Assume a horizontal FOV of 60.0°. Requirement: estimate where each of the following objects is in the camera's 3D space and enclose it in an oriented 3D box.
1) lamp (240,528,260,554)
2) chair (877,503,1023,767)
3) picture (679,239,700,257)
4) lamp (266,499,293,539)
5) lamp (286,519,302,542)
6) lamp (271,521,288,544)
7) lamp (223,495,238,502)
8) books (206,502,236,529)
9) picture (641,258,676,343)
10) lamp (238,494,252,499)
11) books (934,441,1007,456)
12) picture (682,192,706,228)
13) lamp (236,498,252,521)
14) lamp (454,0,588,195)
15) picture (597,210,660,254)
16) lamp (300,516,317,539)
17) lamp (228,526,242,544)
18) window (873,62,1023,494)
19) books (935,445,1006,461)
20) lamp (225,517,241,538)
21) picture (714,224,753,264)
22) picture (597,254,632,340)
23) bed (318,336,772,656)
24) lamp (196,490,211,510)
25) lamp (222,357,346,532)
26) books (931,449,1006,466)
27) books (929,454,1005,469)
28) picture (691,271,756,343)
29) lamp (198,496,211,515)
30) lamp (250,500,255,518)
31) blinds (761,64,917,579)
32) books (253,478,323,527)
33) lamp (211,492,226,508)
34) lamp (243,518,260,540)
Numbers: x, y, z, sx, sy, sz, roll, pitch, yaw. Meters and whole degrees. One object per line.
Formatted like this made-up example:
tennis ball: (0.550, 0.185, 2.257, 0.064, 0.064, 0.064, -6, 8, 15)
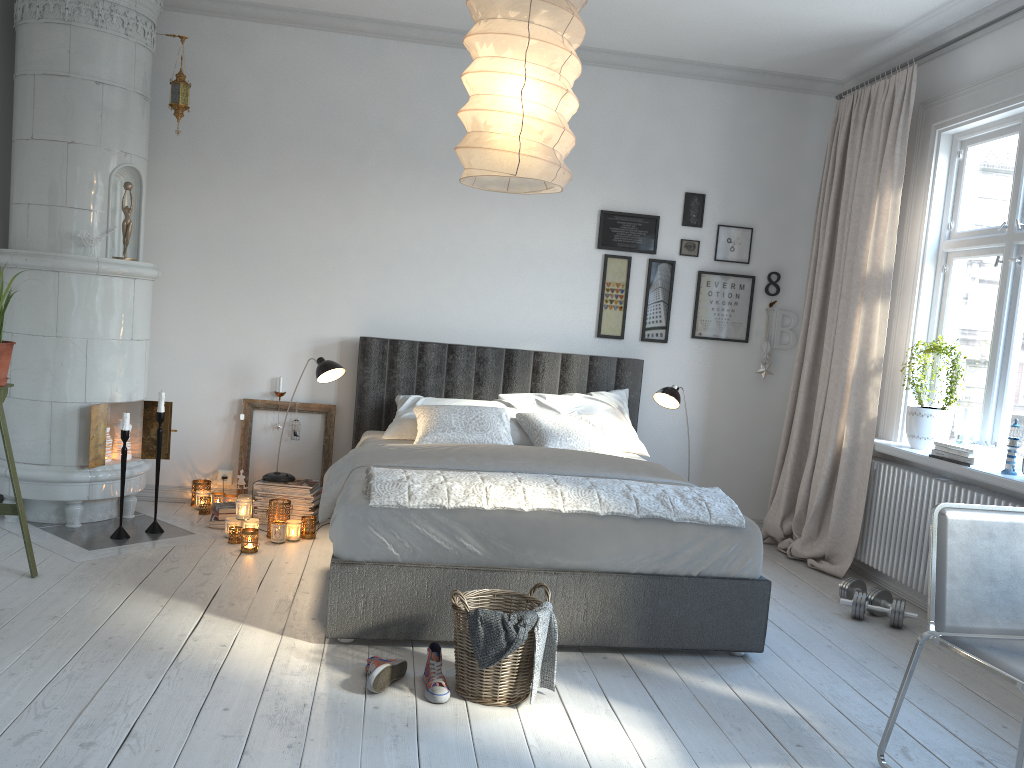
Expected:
lamp: (-1.262, 0.753, 4.266, 0.081, 0.106, 0.081, 2, 6, -32)
chair: (1.419, 0.771, 2.373, 0.562, 0.799, 0.524, 4, 5, -8)
picture: (1.088, -0.832, 5.425, 0.119, 0.098, 0.010, 4, 5, -8)
lamp: (-1.201, 0.695, 4.577, 0.117, 0.188, 0.121, 8, 6, 34)
lamp: (-1.117, 0.750, 4.537, 0.080, 0.099, 0.080, 7, 5, 26)
lamp: (-1.176, 0.750, 4.472, 0.080, 0.099, 0.080, 7, 5, 26)
lamp: (-1.586, 0.678, 4.980, 0.081, 0.099, 0.080, 1, 6, -37)
books: (-1.527, 0.702, 4.740, 0.175, 0.096, 0.262, 4, 4, -13)
picture: (0.896, -0.508, 5.429, 0.165, 0.505, 0.020, 4, 5, -8)
lamp: (-1.515, 0.681, 5.033, 0.080, 0.099, 0.080, 9, 6, 38)
books: (2.076, 0.291, 3.993, 0.203, 0.015, 0.268, 4, 4, -11)
picture: (1.109, -1.060, 5.405, 0.128, 0.202, 0.011, 4, 5, -8)
lamp: (-1.357, 0.634, 4.481, 0.080, 0.099, 0.080, 8, 6, 35)
lamp: (0.052, -1.171, 2.442, 0.338, 1.233, 0.340, 7, 5, 23)
picture: (0.706, -0.917, 5.361, 0.366, 0.232, 0.020, 4, 5, -8)
lamp: (-1.059, 0.746, 4.612, 0.080, 0.107, 0.080, 2, 6, -36)
lamp: (-1.370, 0.749, 4.388, 0.067, 0.079, 0.070, 8, 6, 33)
window: (3.479, -0.772, 7.507, 11.968, 7.021, 7.965, 4, 5, -8)
books: (2.074, 0.309, 3.999, 0.207, 0.022, 0.253, 4, 4, -7)
lamp: (-1.413, 0.729, 4.484, 0.080, 0.099, 0.080, 7, 5, 26)
picture: (1.365, -0.859, 5.460, 0.225, 0.221, 0.010, 4, 5, -8)
picture: (0.622, -0.528, 5.389, 0.165, 0.505, 0.020, 4, 5, -8)
bed: (0.055, 0.392, 4.256, 1.888, 1.048, 2.173, 4, 4, -8)
lamp: (-1.754, 0.660, 5.027, 0.081, 0.099, 0.080, 1, 6, -37)
lamp: (-1.294, 0.292, 4.851, 0.825, 0.937, 0.449, 6, 5, 10)
books: (2.077, 0.332, 4.011, 0.207, 0.025, 0.262, 4, 4, -15)
books: (2.064, 0.351, 3.998, 0.219, 0.013, 0.272, 4, 4, -12)
picture: (1.309, -0.475, 5.488, 0.365, 0.415, 0.021, 4, 5, -8)
lamp: (-1.708, 0.676, 4.923, 0.063, 0.092, 0.072, 7, 5, 24)
lamp: (-1.468, 0.694, 4.910, 0.081, 0.099, 0.080, 1, 6, -37)
blinds: (1.764, -0.311, 4.883, 0.225, 2.651, 0.829, 4, 5, -8)
books: (-1.230, 0.647, 4.903, 0.346, 0.233, 0.244, 5, 5, 0)
lamp: (-1.664, 0.669, 5.019, 0.081, 0.099, 0.080, 1, 6, -37)
lamp: (-1.323, 0.736, 4.491, 0.080, 0.099, 0.080, 7, 5, 26)
